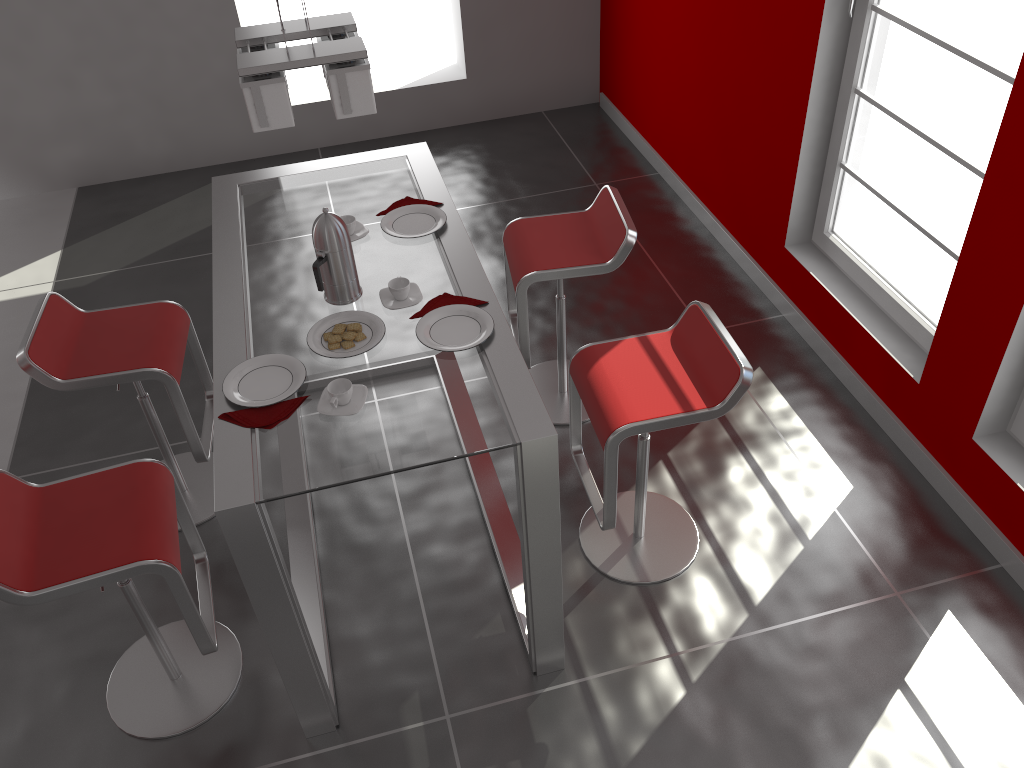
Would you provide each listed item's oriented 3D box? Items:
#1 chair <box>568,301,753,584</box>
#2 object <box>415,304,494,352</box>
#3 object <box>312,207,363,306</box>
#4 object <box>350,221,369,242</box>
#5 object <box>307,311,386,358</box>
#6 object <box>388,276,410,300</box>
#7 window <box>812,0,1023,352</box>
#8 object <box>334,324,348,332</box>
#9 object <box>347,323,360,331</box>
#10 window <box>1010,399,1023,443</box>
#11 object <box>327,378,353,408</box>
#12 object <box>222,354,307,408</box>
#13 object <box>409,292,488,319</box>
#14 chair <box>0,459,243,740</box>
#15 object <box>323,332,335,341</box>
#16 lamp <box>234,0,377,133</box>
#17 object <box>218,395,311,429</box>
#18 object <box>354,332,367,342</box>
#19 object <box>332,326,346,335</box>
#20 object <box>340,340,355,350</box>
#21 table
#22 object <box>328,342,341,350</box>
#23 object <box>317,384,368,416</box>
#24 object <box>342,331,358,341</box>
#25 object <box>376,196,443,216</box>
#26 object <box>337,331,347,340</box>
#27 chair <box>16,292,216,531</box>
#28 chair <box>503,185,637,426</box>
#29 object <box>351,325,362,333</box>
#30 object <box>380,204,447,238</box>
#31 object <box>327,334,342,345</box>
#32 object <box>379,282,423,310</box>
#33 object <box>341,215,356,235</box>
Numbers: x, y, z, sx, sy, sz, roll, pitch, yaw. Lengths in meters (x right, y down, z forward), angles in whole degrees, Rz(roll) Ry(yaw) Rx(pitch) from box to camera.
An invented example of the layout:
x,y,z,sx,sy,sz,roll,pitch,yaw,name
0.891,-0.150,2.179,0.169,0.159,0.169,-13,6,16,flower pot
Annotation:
x,y,z,sx,sy,sz,roll,pitch,yaw,name
0.444,0.207,2.857,0.460,0.857,0.418,-10,40,-7,chair
-0.156,-0.150,2.433,0.217,0.015,0.217,-30,46,-27,object
-0.501,-0.362,2.502,0.113,0.287,0.149,-7,40,-3,object
-0.528,-0.487,2.865,0.119,0.016,0.119,-26,45,-24,object
-0.455,-0.133,2.439,0.217,0.015,0.217,13,43,19,object
-0.319,-0.274,2.558,0.062,0.049,0.078,15,44,21,object
1.399,-1.132,2.929,0.117,2.038,0.938,-12,41,-9,window
-0.478,-0.157,2.471,0.036,0.006,0.034,2,40,7,object
-0.440,-0.158,2.460,0.036,0.006,0.034,-4,40,0,object
1.732,-0.336,1.957,0.117,2.038,0.938,-12,41,-9,window
-0.424,0.029,2.208,0.062,0.049,0.078,-12,41,-10,object
-0.641,-0.006,2.304,0.217,0.015,0.217,12,43,18,object
-0.188,-0.235,2.538,0.234,0.012,0.095,-13,41,-10,object
-1.104,0.603,2.521,0.460,0.857,0.418,-15,41,-13,chair
-0.503,-0.132,2.443,0.034,0.006,0.036,-12,41,-10,object
-0.542,-1.115,1.932,0.304,1.025,0.304,-12,41,-9,lamp
-0.612,0.081,2.201,0.234,0.012,0.095,-12,41,-9,object
-0.420,-0.130,2.434,0.034,0.006,0.036,-27,45,-25,object
-0.480,-0.149,2.453,0.034,0.006,0.036,3,41,9,object
-0.446,-0.108,2.410,0.034,0.006,0.036,-23,44,-21,object
-0.467,0.062,2.996,0.800,1.000,1.700,-12,41,-9,table
-0.484,-0.106,2.411,0.034,0.006,0.036,-12,41,-9,object
-0.425,0.043,2.229,0.119,0.016,0.119,1,40,6,object
-0.444,-0.132,2.429,0.034,0.006,0.036,12,43,19,object
-0.353,-0.611,2.998,0.234,0.012,0.095,-13,41,-10,object
-0.466,-0.133,2.441,0.034,0.006,0.036,-1,40,4,object
-1.313,0.090,3.147,0.460,0.857,0.418,-9,40,-6,chair
0.213,-0.295,3.472,0.460,0.857,0.418,-7,40,-4,chair
-0.435,-0.153,2.463,0.036,0.006,0.034,-9,40,-6,object
-0.320,-0.527,2.893,0.217,0.015,0.217,3,41,9,object
-0.485,-0.122,2.421,0.036,0.006,0.034,-20,43,-18,object
-0.321,-0.251,2.568,0.119,0.016,0.119,-14,41,-11,object
-0.529,-0.511,2.856,0.062,0.049,0.078,3,41,8,object
